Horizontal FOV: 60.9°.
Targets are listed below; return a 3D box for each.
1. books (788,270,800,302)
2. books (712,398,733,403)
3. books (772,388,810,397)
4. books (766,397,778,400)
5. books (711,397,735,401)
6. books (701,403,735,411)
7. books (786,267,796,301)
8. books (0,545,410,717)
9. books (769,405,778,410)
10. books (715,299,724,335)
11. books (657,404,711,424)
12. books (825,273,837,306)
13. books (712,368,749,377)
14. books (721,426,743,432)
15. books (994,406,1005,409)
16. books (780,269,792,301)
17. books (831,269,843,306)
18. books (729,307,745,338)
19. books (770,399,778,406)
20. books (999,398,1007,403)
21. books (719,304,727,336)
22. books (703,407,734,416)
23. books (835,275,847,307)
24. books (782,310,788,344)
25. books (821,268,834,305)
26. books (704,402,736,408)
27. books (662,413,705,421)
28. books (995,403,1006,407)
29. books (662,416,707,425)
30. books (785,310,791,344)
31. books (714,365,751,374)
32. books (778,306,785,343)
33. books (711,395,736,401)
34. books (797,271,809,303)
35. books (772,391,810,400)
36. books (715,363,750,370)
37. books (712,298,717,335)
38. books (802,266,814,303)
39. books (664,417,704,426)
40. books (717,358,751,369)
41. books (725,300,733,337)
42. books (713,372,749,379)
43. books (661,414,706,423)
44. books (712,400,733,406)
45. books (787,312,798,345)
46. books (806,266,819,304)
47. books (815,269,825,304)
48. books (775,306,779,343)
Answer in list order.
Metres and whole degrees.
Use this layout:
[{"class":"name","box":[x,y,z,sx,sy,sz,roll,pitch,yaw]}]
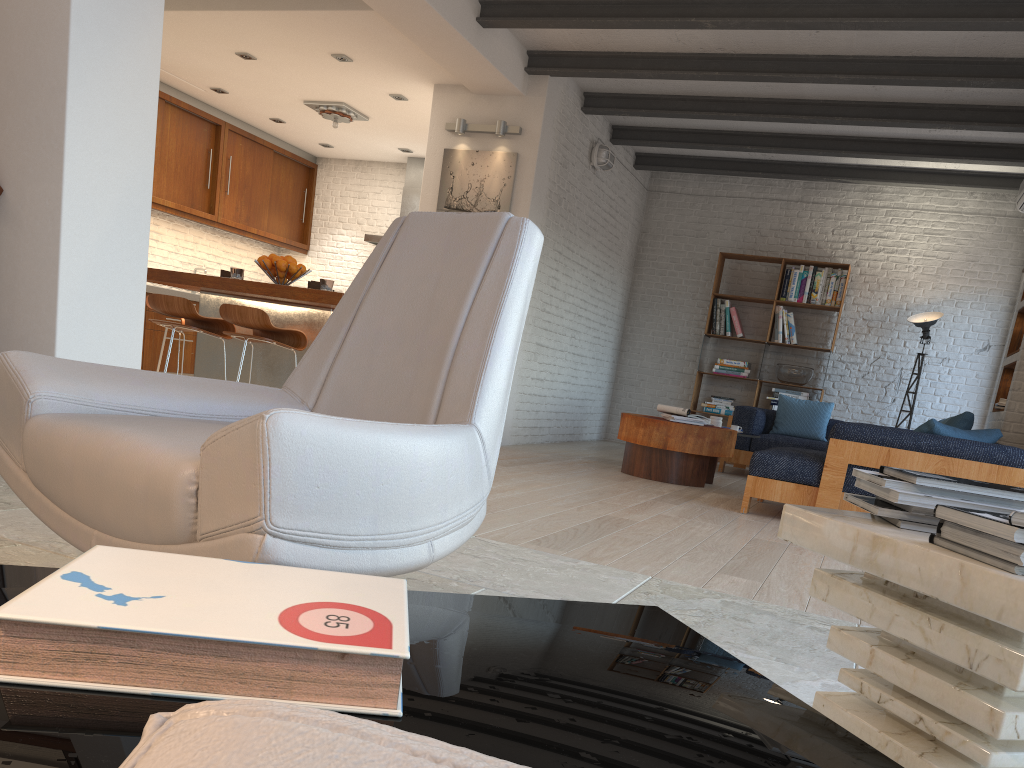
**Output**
[{"class":"books","box":[2.973,-1.015,9.180,0.055,0.337,0.251,13,8,22]},{"class":"books","box":[2.328,0.180,9.631,0.234,0.019,0.169,9,1,14]},{"class":"books","box":[2.990,0.092,9.332,0.375,0.037,0.242,9,1,21]},{"class":"books","box":[2.967,0.184,9.340,0.439,0.021,0.270,9,1,21]},{"class":"books","box":[2.333,0.167,9.620,0.240,0.008,0.155,9,1,21]},{"class":"books","box":[2.300,0.257,9.631,0.375,0.037,0.242,9,1,21]},{"class":"books","box":[2.946,-1.034,9.207,0.020,0.368,0.268,13,9,22]},{"class":"books","box":[-0.265,0.224,0.825,0.328,0.058,0.249,9,1,-8]},{"class":"books","box":[2.962,0.285,9.354,0.378,0.066,0.240,9,2,8]},{"class":"books","box":[2.268,-0.720,9.520,0.090,0.394,0.241,13,9,22]},{"class":"books","box":[1.320,0.240,6.709,0.274,0.111,0.314,7,3,-36]},{"class":"books","box":[3.317,-0.960,9.053,0.055,0.337,0.251,13,8,22]},{"class":"books","box":[2.394,-0.121,9.530,0.376,0.037,0.242,9,1,16]},{"class":"books","box":[1.891,0.391,7.688,0.233,0.023,0.158,8,1,-21]},{"class":"books","box":[3.849,0.195,6.783,0.159,0.017,0.251,9,1,32]},{"class":"books","box":[2.909,-1.025,9.224,0.055,0.337,0.251,13,8,22]},{"class":"books","box":[3.367,-0.980,9.036,0.036,0.393,0.241,13,9,22]},{"class":"books","box":[2.449,-0.657,9.467,0.192,0.326,0.251,12,8,22]},{"class":"books","box":[2.942,0.219,9.341,0.324,0.057,0.252,9,1,16]},{"class":"books","box":[3.863,0.143,6.765,0.130,0.034,0.205,10,2,32]},{"class":"books","box":[2.318,-0.686,9.524,0.101,0.342,0.251,13,8,22]},{"class":"books","box":[2.309,0.306,9.625,0.321,0.057,0.254,9,2,31]},{"class":"books","box":[3.414,-0.945,9.040,0.055,0.337,0.251,13,8,22]},{"class":"books","box":[2.915,-0.595,9.269,0.123,0.357,0.268,12,8,22]},{"class":"books","box":[3.281,-0.994,9.069,0.036,0.393,0.241,13,9,22]},{"class":"books","box":[2.315,0.232,9.611,0.377,0.019,0.241,9,1,14]},{"class":"books","box":[1.299,0.251,6.634,0.253,0.011,0.311,9,1,-4]},{"class":"books","box":[3.855,0.169,6.764,0.168,0.019,0.235,9,1,24]},{"class":"books","box":[1.313,0.275,6.661,0.253,0.011,0.311,9,1,-9]},{"class":"books","box":[2.939,-0.592,9.270,0.123,0.357,0.268,12,8,22]},{"class":"books","box":[2.407,-0.157,9.512,0.376,0.037,0.241,9,1,15]},{"class":"books","box":[2.865,-0.620,9.275,0.102,0.393,0.241,13,9,22]},{"class":"books","box":[2.332,0.154,9.604,0.249,0.017,0.161,9,1,21]},{"class":"books","box":[3.065,-1.000,9.165,0.055,0.337,0.251,13,8,22]},{"class":"books","box":[2.988,0.143,9.345,0.376,0.066,0.241,9,2,15]},{"class":"books","box":[2.417,-0.185,9.526,0.352,0.021,0.270,9,1,20]},{"class":"books","box":[2.230,-0.725,9.525,0.090,0.394,0.241,13,9,22]},{"class":"books","box":[3.105,-1.022,9.125,0.036,0.393,0.241,13,9,22]},{"class":"books","box":[1.308,0.285,6.647,0.252,0.011,0.312,9,1,1]},{"class":"books","box":[2.429,-0.222,9.514,0.322,0.057,0.253,9,2,24]},{"class":"books","box":[2.360,-0.702,9.472,0.120,0.390,0.241,13,9,22]},{"class":"books","box":[2.401,-0.091,9.538,0.351,0.021,0.270,9,1,21]},{"class":"books","box":[1.302,0.263,6.644,0.253,0.011,0.311,9,1,-9]},{"class":"books","box":[2.326,0.207,9.628,0.203,0.034,0.131,9,2,21]},{"class":"books","box":[2.976,-0.577,9.242,0.156,0.337,0.251,12,8,22]},{"class":"books","box":[3.143,-1.016,9.121,0.036,0.393,0.241,13,9,22]},{"class":"books","box":[3.219,-0.990,9.094,0.020,0.368,0.268,13,9,22]},{"class":"books","box":[2.840,-0.625,9.310,0.100,0.393,0.241,13,9,22]}]
